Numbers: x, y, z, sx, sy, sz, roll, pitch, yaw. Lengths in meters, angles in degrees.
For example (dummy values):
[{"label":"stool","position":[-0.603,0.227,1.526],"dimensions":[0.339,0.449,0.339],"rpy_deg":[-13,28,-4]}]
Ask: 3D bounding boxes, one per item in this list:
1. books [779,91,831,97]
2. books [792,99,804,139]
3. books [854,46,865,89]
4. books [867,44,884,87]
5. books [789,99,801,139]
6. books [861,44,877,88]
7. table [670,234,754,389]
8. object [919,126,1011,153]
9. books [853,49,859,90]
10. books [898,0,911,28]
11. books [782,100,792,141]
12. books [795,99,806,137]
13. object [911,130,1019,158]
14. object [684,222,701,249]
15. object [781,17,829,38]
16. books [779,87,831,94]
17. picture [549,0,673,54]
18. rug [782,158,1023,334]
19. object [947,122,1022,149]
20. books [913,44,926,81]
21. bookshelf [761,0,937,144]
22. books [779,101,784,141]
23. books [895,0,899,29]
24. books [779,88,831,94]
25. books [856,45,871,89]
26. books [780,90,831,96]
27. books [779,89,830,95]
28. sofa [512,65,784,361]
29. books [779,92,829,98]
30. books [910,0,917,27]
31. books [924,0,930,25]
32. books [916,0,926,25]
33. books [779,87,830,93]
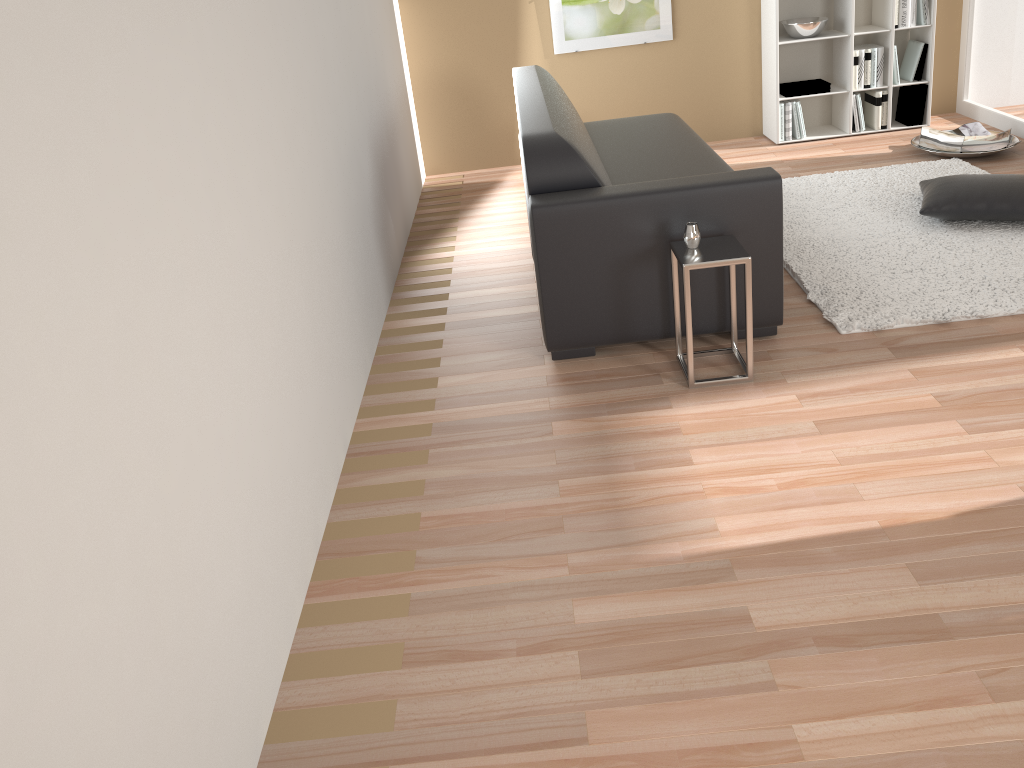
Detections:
[{"label":"books","position":[1.986,-1.996,6.000],"dimensions":[0.297,0.006,0.220],"rpy_deg":[-6,27,2]},{"label":"books","position":[1.947,-1.829,6.037],"dimensions":[0.058,0.247,0.217],"rpy_deg":[-7,24,3]},{"label":"books","position":[2.318,-2.133,5.931],"dimensions":[0.040,0.247,0.217],"rpy_deg":[-7,24,2]},{"label":"books","position":[2.442,-2.147,5.927],"dimensions":[0.040,0.247,0.217],"rpy_deg":[-7,24,2]},{"label":"books","position":[1.921,-1.829,6.041],"dimensions":[0.060,0.249,0.217],"rpy_deg":[-7,24,2]},{"label":"books","position":[2.400,-2.142,5.928],"dimensions":[0.040,0.247,0.217],"rpy_deg":[-7,24,3]},{"label":"table","position":[0.708,-0.259,3.124],"dimensions":[0.227,0.449,0.249],"rpy_deg":[-7,23,2]},{"label":"object","position":[2.744,-1.480,5.352],"dimensions":[0.502,0.093,0.356],"rpy_deg":[9,31,28]},{"label":"books","position":[2.277,-2.125,5.926],"dimensions":[0.040,0.247,0.217],"rpy_deg":[-7,24,3]},{"label":"books","position":[2.547,-2.485,5.787],"dimensions":[0.076,0.247,0.217],"rpy_deg":[-6,24,3]},{"label":"books","position":[1.871,-1.821,6.041],"dimensions":[0.040,0.247,0.217],"rpy_deg":[-7,24,3]},{"label":"books","position":[1.964,-1.840,6.051],"dimensions":[0.058,0.247,0.217],"rpy_deg":[-7,24,2]},{"label":"object","position":[2.743,-1.447,5.350],"dimensions":[0.592,0.061,0.605],"rpy_deg":[-18,29,-20]},{"label":"object","position":[0.626,-0.516,3.060],"dimensions":[0.058,0.082,0.059],"rpy_deg":[-20,27,-25]},{"label":"object","position":[1.952,-2.371,5.869],"dimensions":[0.305,0.102,0.306],"rpy_deg":[-23,31,-29]},{"label":"books","position":[1.984,-2.015,5.992],"dimensions":[0.297,0.006,0.220],"rpy_deg":[-6,27,2]},{"label":"picture","position":[0.649,-2.667,5.885],"dimensions":[0.815,0.782,0.019],"rpy_deg":[-7,22,2]},{"label":"rug","position":[1.925,-0.749,4.233],"dimensions":[1.448,0.043,2.119],"rpy_deg":[-6,27,2]},{"label":"object","position":[2.794,-1.482,5.369],"dimensions":[0.342,0.093,0.522],"rpy_deg":[-6,27,2]},{"label":"books","position":[2.725,-2.184,5.947],"dimensions":[0.043,0.228,0.220],"rpy_deg":[-6,25,3]},{"label":"bookshelf","position":[2.188,-2.711,5.744],"dimensions":[1.038,2.051,0.347],"rpy_deg":[-7,22,2]},{"label":"books","position":[1.824,-1.818,6.047],"dimensions":[0.040,0.247,0.217],"rpy_deg":[-7,24,3]},{"label":"books","position":[2.485,-2.480,5.792],"dimensions":[0.040,0.247,0.217],"rpy_deg":[-7,24,2]},{"label":"books","position":[1.985,-2.011,5.994],"dimensions":[0.297,0.006,0.220],"rpy_deg":[-6,27,2]},{"label":"books","position":[2.359,-2.137,5.928],"dimensions":[0.040,0.247,0.217],"rpy_deg":[-7,24,2]},{"label":"books","position":[1.985,-2.001,5.998],"dimensions":[0.297,0.006,0.220],"rpy_deg":[-6,27,2]},{"label":"books","position":[1.982,-2.006,5.996],"dimensions":[0.297,0.006,0.220],"rpy_deg":[-7,27,0]},{"label":"sofa","position":[0.530,-1.027,4.258],"dimensions":[0.951,0.799,2.364],"rpy_deg":[-6,27,2]},{"label":"books","position":[1.985,-1.990,6.001],"dimensions":[0.297,0.007,0.220],"rpy_deg":[-6,27,2]},{"label":"books","position":[2.607,-2.499,5.798],"dimensions":[0.040,0.247,0.217],"rpy_deg":[-7,24,2]},{"label":"books","position":[2.684,-2.505,5.792],"dimensions":[0.060,0.249,0.217],"rpy_deg":[-7,24,2]},{"label":"books","position":[2.659,-2.503,5.793],"dimensions":[0.060,0.249,0.217],"rpy_deg":[-7,24,3]},{"label":"books","position":[1.982,-2.020,5.989],"dimensions":[0.297,0.006,0.220],"rpy_deg":[-6,27,3]}]
